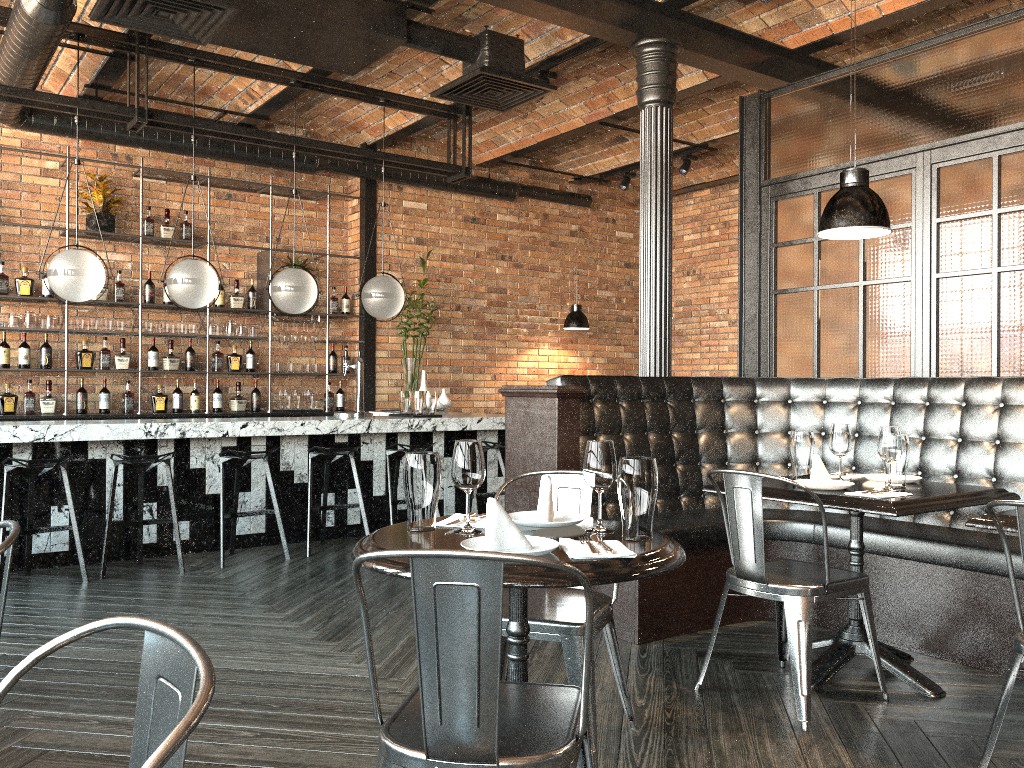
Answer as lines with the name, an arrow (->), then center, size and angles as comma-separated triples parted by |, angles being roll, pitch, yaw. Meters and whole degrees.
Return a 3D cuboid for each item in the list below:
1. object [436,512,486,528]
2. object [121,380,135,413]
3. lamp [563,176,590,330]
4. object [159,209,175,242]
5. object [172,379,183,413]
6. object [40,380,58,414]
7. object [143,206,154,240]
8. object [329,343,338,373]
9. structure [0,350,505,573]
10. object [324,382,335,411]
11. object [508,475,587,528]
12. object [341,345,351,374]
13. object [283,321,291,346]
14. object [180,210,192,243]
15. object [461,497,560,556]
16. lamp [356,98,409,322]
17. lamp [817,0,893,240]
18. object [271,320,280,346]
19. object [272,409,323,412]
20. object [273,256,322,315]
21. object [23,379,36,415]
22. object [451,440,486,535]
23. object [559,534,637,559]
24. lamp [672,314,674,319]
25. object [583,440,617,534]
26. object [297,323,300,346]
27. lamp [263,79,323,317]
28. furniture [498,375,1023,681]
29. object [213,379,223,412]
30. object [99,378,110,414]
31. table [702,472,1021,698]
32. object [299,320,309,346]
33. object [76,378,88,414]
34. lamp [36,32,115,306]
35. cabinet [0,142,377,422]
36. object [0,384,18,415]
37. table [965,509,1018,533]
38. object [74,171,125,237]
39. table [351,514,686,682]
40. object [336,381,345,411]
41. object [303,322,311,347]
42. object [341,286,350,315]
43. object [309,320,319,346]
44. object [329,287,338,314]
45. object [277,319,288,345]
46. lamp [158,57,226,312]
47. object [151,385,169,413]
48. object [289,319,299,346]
object -> -0.125, 0.387, 2.525 | 0.157, 0.019, 0.255 | 0, 0, 15
object -> -3.284, 0.110, 7.584 | 0.083, 0.282, 0.083 | 0, 0, 40
lamp -> 0.702, -1.423, 9.609 | 0.291, 1.653, 0.291 | 0, 0, 30
object -> -3.021, -1.393, 7.771 | 0.123, 0.279, 0.123 | 0, 0, -32
object -> -2.954, 0.106, 7.836 | 0.086, 0.298, 0.086 | 0, 0, 13
object -> -3.771, 0.108, 7.220 | 0.123, 0.279, 0.123 | 0, 0, -22
object -> -3.147, -1.397, 7.679 | 0.083, 0.282, 0.083 | 0, 0, -35
object -> -1.751, -0.249, 8.679 | 0.086, 0.299, 0.086 | 0, 0, 13
structure -> -2.490, 0.438, 6.703 | 5.346, 1.430, 1.930 | 0, 0, -35
object -> -1.785, 0.123, 8.651 | 0.083, 0.282, 0.083 | 0, 0, 40
object -> 0.096, 0.333, 2.523 | 0.232, 0.139, 0.232 | 0, 0, 24
object -> -1.639, -0.239, 8.755 | 0.083, 0.282, 0.083 | 0, 0, -25
object -> -2.150, -0.486, 8.481 | 0.092, 0.244, 0.092 | 0, 0, 4
object -> -2.892, -1.394, 7.861 | 0.083, 0.282, 0.083 | 0, 0, 40
object -> -0.004, 0.331, 2.088 | 0.232, 0.139, 0.232 | 0, 0, 9
lamp -> -1.014, -1.367, 6.997 | 0.340, 1.754, 0.340 | 0, 0, 11
lamp -> 1.406, -1.439, 3.634 | 0.291, 1.653, 0.291 | 0, 0, 10
object -> -2.239, -0.487, 8.417 | 0.092, 0.244, 0.092 | 0, 0, 4
object -> -2.033, 0.253, 8.408 | 0.437, 0.019, 0.273 | 0, 0, -35
object -> -2.031, -0.951, 8.433 | 0.398, 0.560, 0.374 | 0, 0, 27
object -> -3.892, 0.104, 7.151 | 0.083, 0.282, 0.083 | 0, 0, -35
object -> -0.117, 0.273, 2.364 | 0.092, 0.244, 0.092 | 0, 0, -36
object -> 0.198, 0.387, 2.137 | 0.157, 0.019, 0.255 | 0, 0, -5
lamp -> 1.333, -1.425, 8.097 | 0.291, 1.653, 0.291 | 0, 0, 10
object -> 0.237, 0.275, 2.389 | 0.092, 0.244, 0.092 | 0, 0, -36
object -> -2.069, -0.485, 8.539 | 0.092, 0.244, 0.092 | 0, 0, 4
lamp -> -1.611, -1.372, 6.572 | 0.340, 1.754, 0.340 | 0, 0, 11
furniture -> 2.312, 0.564, 2.913 | 1.979, 1.212, 5.451 | 0, 0, -35
object -> -2.665, 0.107, 8.034 | 0.086, 0.298, 0.086 | 0, 0, 13
object -> -3.437, 0.100, 7.484 | 0.086, 0.298, 0.086 | 0, 0, 13
table -> 1.398, 0.788, 3.600 | 0.872, 0.758, 0.872 | 0, 0, -35
object -> -1.973, -0.485, 8.404 | 0.092, 0.244, 0.092 | 0, 0, 4
object -> -3.566, 0.099, 7.352 | 0.086, 0.297, 0.086 | 0, 0, -2
lamp -> -2.805, -1.383, 5.722 | 0.340, 1.754, 0.340 | 0, 0, 11
cabinet -> -4.255, -0.685, 6.843 | 7.075, 3.779, 0.564 | 0, 0, -35
object -> -4.017, 0.121, 7.061 | 0.094, 0.248, 0.151 | 0, 0, 44
table -> 2.038, 0.789, 2.701 | 0.872, 0.758, 0.872 | 0, 0, -35
object -> -3.486, -1.521, 7.483 | 0.425, 0.526, 0.430 | 0, 0, -33
table -> 0.015, 0.775, 2.332 | 0.866, 0.758, 0.866 | 0, 0, 18
object -> -1.691, 0.116, 8.735 | 0.086, 0.298, 0.086 | 0, 0, 13
object -> -1.985, -0.485, 8.599 | 0.092, 0.244, 0.092 | 0, 0, 4
object -> -1.647, -0.819, 8.782 | 0.086, 0.298, 0.086 | 0, 0, 18
object -> -1.889, -0.484, 8.465 | 0.092, 0.244, 0.092 | 0, 0, 4
object -> -1.745, -0.811, 8.679 | 0.083, 0.282, 0.083 | 0, 0, -20
object -> -2.144, -0.487, 8.283 | 0.092, 0.244, 0.092 | 0, 0, 4
lamp -> -2.208, -1.377, 6.147 | 0.340, 1.754, 0.340 | 0, 0, 11
object -> -3.071, 0.130, 7.734 | 0.151, 0.248, 0.094 | 0, 0, -26
object -> -2.054, -0.486, 8.347 | 0.092, 0.244, 0.092 | 0, 0, 4
